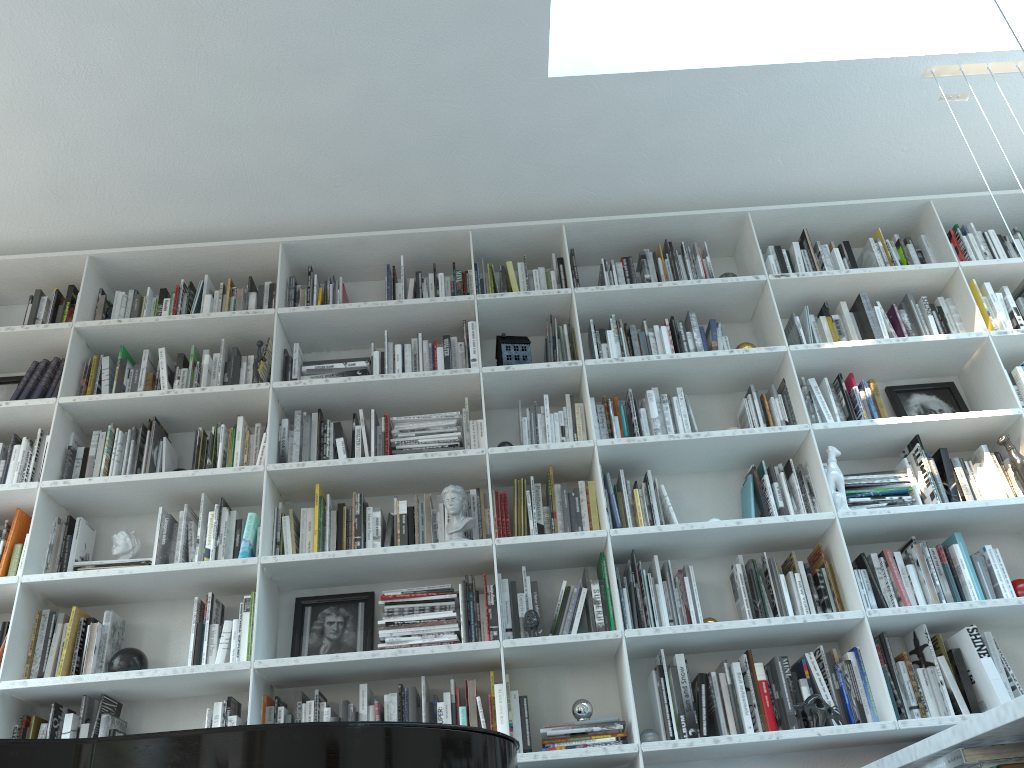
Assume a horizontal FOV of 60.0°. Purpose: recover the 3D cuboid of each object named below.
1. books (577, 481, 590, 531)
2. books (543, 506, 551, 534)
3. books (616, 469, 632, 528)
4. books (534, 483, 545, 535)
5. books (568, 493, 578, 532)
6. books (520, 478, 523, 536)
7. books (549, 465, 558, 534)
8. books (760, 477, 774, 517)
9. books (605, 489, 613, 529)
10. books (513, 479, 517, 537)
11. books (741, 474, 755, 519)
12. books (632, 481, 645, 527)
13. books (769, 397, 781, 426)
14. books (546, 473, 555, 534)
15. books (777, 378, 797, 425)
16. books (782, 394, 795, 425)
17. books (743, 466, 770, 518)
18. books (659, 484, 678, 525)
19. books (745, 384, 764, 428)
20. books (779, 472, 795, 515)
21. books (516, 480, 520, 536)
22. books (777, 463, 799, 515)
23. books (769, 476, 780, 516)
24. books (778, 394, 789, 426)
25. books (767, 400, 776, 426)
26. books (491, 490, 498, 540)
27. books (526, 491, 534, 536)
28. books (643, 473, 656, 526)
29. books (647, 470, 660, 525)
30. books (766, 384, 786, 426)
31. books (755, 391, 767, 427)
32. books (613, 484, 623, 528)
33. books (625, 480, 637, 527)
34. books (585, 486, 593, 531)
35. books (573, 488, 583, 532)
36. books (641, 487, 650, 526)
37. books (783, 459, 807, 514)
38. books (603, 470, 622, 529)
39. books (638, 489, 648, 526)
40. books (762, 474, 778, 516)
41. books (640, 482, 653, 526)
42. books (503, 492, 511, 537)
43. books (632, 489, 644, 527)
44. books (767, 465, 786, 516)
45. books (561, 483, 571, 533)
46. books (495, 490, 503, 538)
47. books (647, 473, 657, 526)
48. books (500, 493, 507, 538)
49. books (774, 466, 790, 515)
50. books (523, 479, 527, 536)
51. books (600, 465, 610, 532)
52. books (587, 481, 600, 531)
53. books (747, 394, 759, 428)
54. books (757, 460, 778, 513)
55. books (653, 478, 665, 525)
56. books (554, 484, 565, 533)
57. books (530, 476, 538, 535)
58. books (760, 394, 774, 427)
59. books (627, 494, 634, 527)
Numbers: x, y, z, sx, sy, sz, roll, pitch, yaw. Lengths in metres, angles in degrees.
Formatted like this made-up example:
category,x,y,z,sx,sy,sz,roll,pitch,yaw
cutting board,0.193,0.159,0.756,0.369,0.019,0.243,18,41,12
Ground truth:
category,x,y,z,sx,sy,sz,roll,pitch,yaw
books,0.279,0.529,3.462,0.032,0.265,0.143,-4,-31,-2
books,0.136,0.586,3.452,0.030,0.180,0.132,-4,-31,-2
books,0.436,0.500,3.452,0.013,0.277,0.192,-4,-31,-2
books,0.107,0.545,3.473,0.035,0.277,0.140,-4,-31,-2
books,0.233,0.551,3.432,0.034,0.203,0.182,-4,-31,-2
books,0.037,0.530,3.452,0.035,0.292,0.145,-4,-31,-2
books,0.161,0.506,3.475,0.021,0.336,0.170,-4,-31,-2
books,0.988,0.498,3.469,0.006,0.208,0.189,-4,-31,-2
books,0.373,0.543,3.456,0.015,0.219,0.155,-4,-31,-2
books,0.012,0.534,3.455,0.035,0.292,0.145,-4,-31,-2
books,0.928,0.497,3.486,0.056,0.240,0.154,-4,-31,-2
books,0.493,0.524,3.465,0.008,0.241,0.170,-4,-31,-2
books,1.077,0.184,3.666,0.013,0.201,0.174,-4,-31,-2
books,0.151,0.516,3.447,0.019,0.291,0.183,-4,-31,-2
books,1.136,0.140,3.675,0.005,0.276,0.183,-4,-31,-2
books,1.130,0.174,3.663,0.012,0.205,0.170,-4,-31,-2
books,0.964,0.480,3.488,0.021,0.263,0.175,-4,-31,-2
books,0.605,0.521,3.445,0.051,0.209,0.177,-4,-31,-2
books,1.005,0.157,3.674,0.015,0.266,0.165,-4,-31,-2
books,1.062,0.484,3.472,0.012,0.223,0.179,-4,-31,-2
books,0.024,0.539,3.465,0.035,0.292,0.145,-4,-31,-2
books,1.079,0.470,3.498,0.032,0.273,0.155,-4,-31,-2
books,1.019,0.496,3.490,0.007,0.228,0.147,-4,-31,-2
books,1.105,0.175,3.658,0.013,0.203,0.174,-4,-31,-2
books,1.065,0.189,3.676,0.012,0.205,0.138,-4,-31,-2
books,-0.064,0.564,3.455,0.014,0.252,0.161,-4,-31,-2
books,0.072,0.557,3.443,0.015,0.230,0.181,-4,-31,-2
books,0.536,0.507,3.470,0.006,0.268,0.179,-4,-31,-2
books,0.550,0.501,3.480,0.013,0.286,0.159,-4,-31,-2
books,1.089,0.154,3.671,0.016,0.255,0.176,-4,-31,-2
books,1.021,0.172,3.678,0.016,0.242,0.152,-4,-31,-2
books,0.414,0.534,3.472,0.007,0.243,0.146,-4,-31,-2
books,0.465,0.523,3.472,0.013,0.254,0.145,-4,-31,-2
books,0.299,0.543,3.471,0.019,0.246,0.149,-4,-31,-2
books,0.257,0.545,3.459,0.028,0.238,0.146,-4,-31,-2
books,0.515,0.531,3.452,0.007,0.210,0.159,-4,-31,-2
books,1.101,0.457,3.480,0.012,0.272,0.184,-4,-31,-2
books,0.391,0.507,3.466,0.035,0.286,0.192,-4,-31,-2
books,0.505,0.537,3.458,0.014,0.208,0.157,-4,-31,-2
books,0.997,0.494,3.472,0.013,0.218,0.188,-4,-31,-2
books,0.526,0.524,3.470,0.017,0.241,0.133,-4,-31,-2
books,-0.016,0.569,3.465,0.013,0.245,0.177,-4,-31,-2
books,0.482,0.533,3.430,0.017,0.191,0.192,-4,-31,-2
books,1.030,0.473,3.486,0.018,0.261,0.166,-4,-31,-2
books,0.207,0.533,3.434,0.027,0.240,0.189,-4,-31,-2
books,-0.049,0.563,3.457,0.015,0.254,0.151,-4,-31,-2
books,0.542,0.507,3.476,0.006,0.272,0.168,-4,-31,-2
books,-0.031,0.566,3.454,0.014,0.243,0.146,-4,-31,-2
books,1.047,0.474,3.486,0.015,0.258,0.153,-4,-31,-2
books,0.050,0.537,3.466,0.035,0.292,0.145,-4,-31,-2
books,0.359,0.494,3.469,0.006,0.317,0.165,-4,-31,-2
books,0.317,0.531,3.475,0.033,0.267,0.142,-4,-31,-2
books,0.993,0.180,3.675,0.012,0.231,0.155,-4,-31,-2
books,1.007,0.468,3.505,0.013,0.294,0.154,-4,-31,-2
books,0.574,0.518,3.479,0.007,0.252,0.161,-4,-31,-2
books,0.183,0.543,3.457,0.033,0.251,0.175,-4,-31,-2
books,0.086,0.527,3.457,0.019,0.292,0.164,-4,-31,-2
books,1.050,0.178,3.677,0.016,0.227,0.161,-4,-31,-2
books,0.453,0.548,3.450,0.014,0.191,0.147,-4,-31,-2
